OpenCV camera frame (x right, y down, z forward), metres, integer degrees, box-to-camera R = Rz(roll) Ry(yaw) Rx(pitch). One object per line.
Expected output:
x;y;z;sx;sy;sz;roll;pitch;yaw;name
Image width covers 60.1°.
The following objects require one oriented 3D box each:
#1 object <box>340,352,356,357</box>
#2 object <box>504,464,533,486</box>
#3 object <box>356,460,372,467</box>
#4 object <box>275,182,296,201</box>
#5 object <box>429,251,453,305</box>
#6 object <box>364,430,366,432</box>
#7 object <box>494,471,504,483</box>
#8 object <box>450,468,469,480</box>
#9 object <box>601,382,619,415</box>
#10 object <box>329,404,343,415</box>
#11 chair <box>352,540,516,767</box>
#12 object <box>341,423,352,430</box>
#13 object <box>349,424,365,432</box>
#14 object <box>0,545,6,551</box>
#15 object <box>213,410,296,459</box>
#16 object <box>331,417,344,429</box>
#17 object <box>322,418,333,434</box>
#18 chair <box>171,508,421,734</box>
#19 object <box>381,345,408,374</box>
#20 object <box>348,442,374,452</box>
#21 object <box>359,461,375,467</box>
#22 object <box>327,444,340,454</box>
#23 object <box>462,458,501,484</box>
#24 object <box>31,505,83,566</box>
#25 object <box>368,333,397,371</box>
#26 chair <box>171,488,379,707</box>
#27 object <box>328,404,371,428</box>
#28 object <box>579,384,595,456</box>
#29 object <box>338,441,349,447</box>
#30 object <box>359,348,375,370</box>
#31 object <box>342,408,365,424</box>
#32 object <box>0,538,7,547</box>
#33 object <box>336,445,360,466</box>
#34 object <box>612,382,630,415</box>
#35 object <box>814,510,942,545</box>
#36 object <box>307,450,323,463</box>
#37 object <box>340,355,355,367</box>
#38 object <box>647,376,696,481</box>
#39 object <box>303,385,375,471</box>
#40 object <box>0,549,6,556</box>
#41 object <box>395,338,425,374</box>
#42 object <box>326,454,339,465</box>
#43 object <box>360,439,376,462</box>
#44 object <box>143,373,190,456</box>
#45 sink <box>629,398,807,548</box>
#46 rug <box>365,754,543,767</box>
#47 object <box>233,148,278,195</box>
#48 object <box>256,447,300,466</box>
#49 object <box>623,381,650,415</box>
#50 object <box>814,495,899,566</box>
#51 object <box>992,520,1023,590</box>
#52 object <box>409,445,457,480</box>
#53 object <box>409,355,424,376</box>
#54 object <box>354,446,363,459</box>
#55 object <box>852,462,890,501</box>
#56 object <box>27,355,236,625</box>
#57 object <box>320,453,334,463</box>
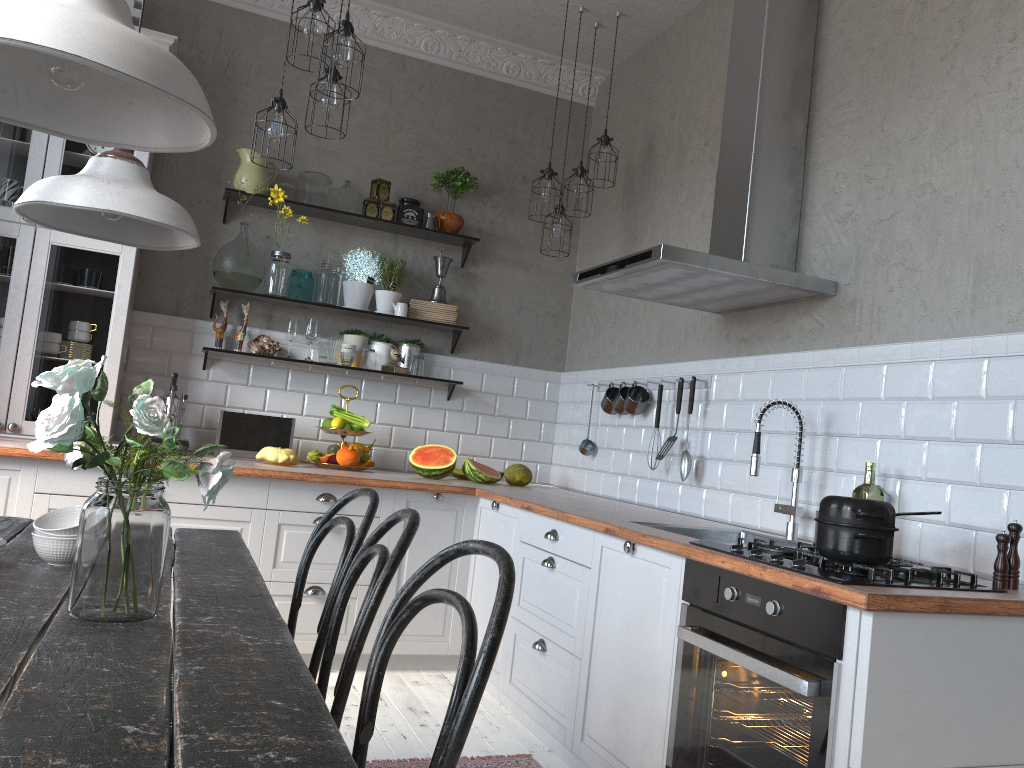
-0.845;-0.133;4.548;0.078;0.051;0.076;8;-4;-29;object
0.033;0.481;4.684;0.130;0.119;0.207;4;-5;32;object
-0.742;0.398;4.406;0.088;0.051;0.069;4;-4;26;object
-1.164;-0.968;4.538;0.105;0.111;0.101;8;-4;-22;object
-0.390;-0.573;4.848;0.133;0.288;0.128;9;-5;-36;object
-0.758;0.235;4.474;0.053;0.050;0.049;7;-4;-12;object
-0.114;0.488;4.676;0.118;0.073;0.204;4;-5;32;object
-0.259;0.478;4.719;0.201;0.067;0.102;7;-4;-16;object
0.506;0.073;4.396;0.109;0.161;0.136;7;-4;-9;object
-0.870;0.131;4.398;0.050;0.058;0.074;2;-6;45;object
-0.318;0.673;1.246;0.558;0.921;0.430;8;-4;-24;chair
-0.826;0.222;4.378;0.064;0.061;0.065;8;-4;-21;object
-0.786;0.232;4.431;0.098;0.062;0.077;3;-5;41;object
-1.111;0.319;1.700;0.232;0.027;0.242;3;-5;36;object
-1.248;0.259;4.299;0.357;0.226;0.087;8;-4;-22;object
-0.857;0.194;4.350;0.059;0.069;0.078;6;-4;-2;object
-0.899;0.210;4.412;0.097;0.078;0.099;9;-5;-34;object
-0.509;0.685;1.736;0.555;0.921;0.433;7;-4;-14;chair
-0.610;-0.126;4.695;0.098;0.147;0.121;3;-5;36;object
-0.766;0.326;4.484;0.129;0.056;0.058;8;-4;-29;object
-0.800;0.390;4.512;0.214;0.044;0.054;5;-4;16;object
-0.888;0.342;4.485;0.078;0.076;0.154;6;-4;5;object
-0.141;0.445;4.480;0.229;0.127;0.145;9;-5;-39;object
-0.919;0.311;1.825;0.125;0.119;0.127;7;-4;-6;object
-0.706;-0.167;4.749;0.172;0.214;0.148;6;-4;8;object
-0.661;0.699;2.189;0.558;0.921;0.430;8;-4;-24;chair
-0.809;0.161;4.418;0.213;0.101;0.066;7;-4;-16;object
0.408;0.187;4.630;0.078;0.379;0.081;8;-4;-21;object
-0.855;0.335;4.491;0.087;0.093;0.085;8;-4;-25;object
-0.755;-0.129;4.643;0.079;0.108;0.076;8;-5;-28;object
-0.808;0.176;4.490;0.181;0.096;0.088;6;-4;-2;object
-1.110;0.311;1.701;0.237;0.027;0.237;6;-4;1;object
-0.798;0.351;4.312;0.109;0.111;0.115;3;-5;36;object
0.551;0.070;4.278;0.110;0.161;0.135;8;-4;-19;object
0.977;0.390;2.395;0.301;0.134;0.176;5;-4;13;object
-0.967;0.361;4.396;0.076;0.072;0.152;6;-4;9;object
-0.847;-0.116;4.546;0.078;0.051;0.076;8;-4;-29;object
0.680;0.187;3.799;0.082;0.443;0.324;8;-4;-20;object
-0.838;0.215;4.432;0.359;0.426;0.344;9;-5;-36;object
-1.112;0.328;1.699;0.238;0.027;0.236;6;-4;-4;object
-0.555;-0.145;4.820;0.161;0.213;0.150;8;-4;-24;object
-0.910;0.380;4.397;0.071;0.076;0.224;10;-5;-39;object
-0.739;0.336;4.487;0.061;0.120;0.125;6;-4;3;object
-1.572;0.136;4.075;0.209;0.370;0.348;8;-4;-21;object
0.735;0.387;2.892;0.536;0.720;0.478;8;-4;-21;sink
-0.035;1.234;2.381;0.747;0.014;1.269;8;-4;-21;rug
-1.287;-1.042;4.427;0.192;0.216;0.172;7;-4;-8;object
-1.095;0.337;4.145;0.200;0.083;0.186;8;-4;-21;object
0.587;0.066;4.157;0.109;0.161;0.136;7;-4;-4;object
0.807;0.343;2.082;0.194;0.147;0.189;10;-5;-42;object
1.208;0.413;2.158;0.074;0.167;0.035;8;-4;-22;object
-0.397;0.389;4.429;0.236;0.174;0.217;6;-4;0;object
-0.504;-0.096;4.719;0.079;0.108;0.076;8;-5;-28;object
-0.786;0.346;4.398;0.088;0.078;0.088;6;-4;5;object
1.087;0.379;2.675;0.091;0.282;0.080;8;-4;-21;object
-0.615;0.168;1.425;0.316;0.414;0.247;8;-4;-23;object
-0.917;0.369;4.377;0.085;0.057;0.089;6;-4;11;object
